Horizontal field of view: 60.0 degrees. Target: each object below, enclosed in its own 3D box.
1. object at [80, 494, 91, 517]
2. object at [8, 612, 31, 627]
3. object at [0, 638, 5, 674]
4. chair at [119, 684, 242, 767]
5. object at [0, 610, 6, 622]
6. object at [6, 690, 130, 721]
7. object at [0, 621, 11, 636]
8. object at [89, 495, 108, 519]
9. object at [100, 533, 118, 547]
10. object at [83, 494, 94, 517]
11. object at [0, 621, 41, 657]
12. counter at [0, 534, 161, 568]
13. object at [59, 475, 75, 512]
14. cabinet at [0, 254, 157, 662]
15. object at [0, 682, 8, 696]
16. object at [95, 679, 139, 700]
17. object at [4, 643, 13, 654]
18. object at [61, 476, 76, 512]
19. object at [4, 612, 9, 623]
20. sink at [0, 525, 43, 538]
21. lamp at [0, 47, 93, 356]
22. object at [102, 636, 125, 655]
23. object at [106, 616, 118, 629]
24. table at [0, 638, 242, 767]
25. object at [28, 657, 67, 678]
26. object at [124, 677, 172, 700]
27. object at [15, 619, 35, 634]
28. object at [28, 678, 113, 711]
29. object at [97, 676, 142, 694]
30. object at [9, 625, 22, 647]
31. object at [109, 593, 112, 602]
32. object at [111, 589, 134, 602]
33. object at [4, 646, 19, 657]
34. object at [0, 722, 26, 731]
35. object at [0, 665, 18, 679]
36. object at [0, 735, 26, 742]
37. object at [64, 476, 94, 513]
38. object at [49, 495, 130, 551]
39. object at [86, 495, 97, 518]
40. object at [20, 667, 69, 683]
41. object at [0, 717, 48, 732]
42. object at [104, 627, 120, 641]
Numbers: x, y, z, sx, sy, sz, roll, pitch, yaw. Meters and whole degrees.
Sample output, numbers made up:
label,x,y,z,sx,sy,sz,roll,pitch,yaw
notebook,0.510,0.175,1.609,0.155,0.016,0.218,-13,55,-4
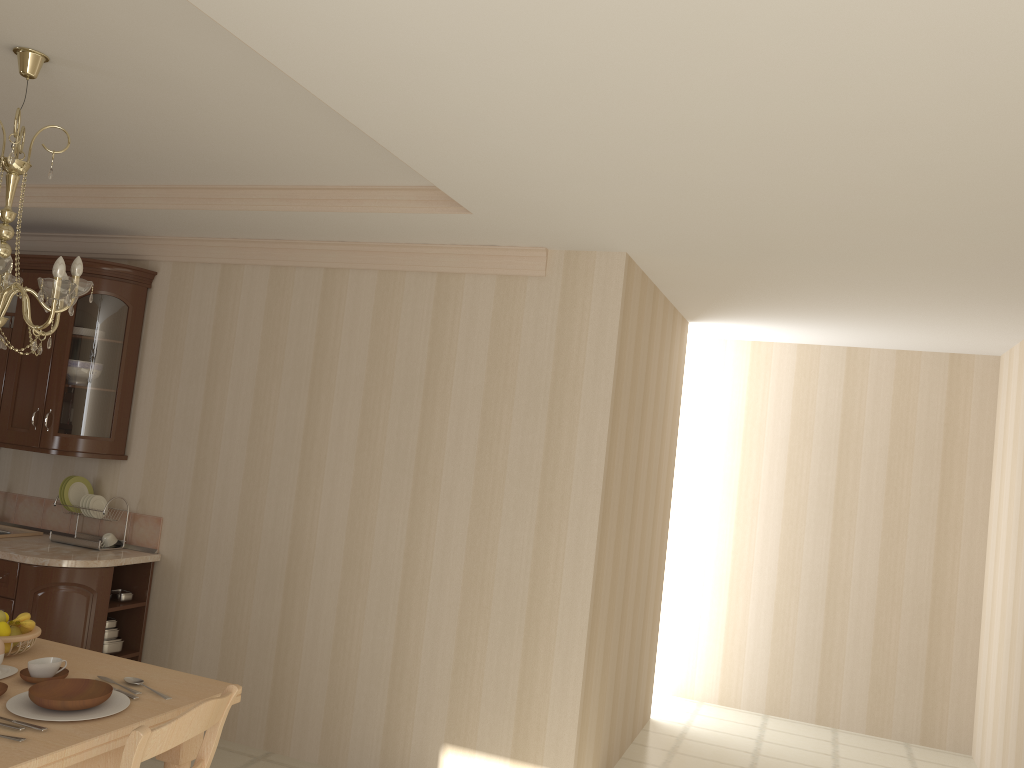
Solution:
label,x,y,z,sx,sy,sz,roll,pitch,yaw
object,-2.210,0.636,4.637,0.034,0.119,0.123,5,-4,20
object,-1.561,0.756,2.799,0.066,0.085,0.184,9,-5,-32
object,-1.500,0.782,2.563,0.058,0.104,0.058,6,-4,-1
chair,-1.094,1.223,2.332,0.517,0.846,0.462,5,-4,13
object,-1.620,0.738,2.770,0.069,0.061,0.068,3,-5,36
object,-1.180,0.853,2.365,0.299,0.009,0.299,6,-4,-1
object,-1.572,0.759,2.733,0.051,0.053,0.045,6,-4,8
object,-2.151,0.641,4.614,0.034,0.119,0.123,5,-4,20
object,-2.095,0.812,4.619,0.073,0.072,0.085,7,-4,-16
object,-2.190,0.637,4.629,0.034,0.119,0.123,5,-4,22
object,-1.609,0.802,2.775,0.235,0.068,0.235,8,-4,-23
counter,-3.388,0.670,3.785,2.422,0.034,2.603,5,-4,20
object,-2.314,0.579,4.683,0.047,0.188,0.193,5,-4,21
cabinet,-3.462,0.304,3.529,2.436,2.313,3.226,5,-4,20
object,-1.412,0.819,2.355,0.127,0.026,0.126,6,-4,11
object,-1.135,0.871,2.529,0.221,0.008,0.023,4,-5,35
object,-1.565,0.807,2.727,0.055,0.046,0.046,9,-5,-37
object,-2.297,0.580,4.676,0.047,0.188,0.193,5,-4,21
object,-1.632,0.748,2.822,0.054,0.046,0.047,8,-4,-28
sink,-3.102,0.684,4.767,1.077,0.348,0.448,5,-4,20
lamp,-1.488,-0.589,2.636,0.502,0.982,0.501,7,-4,-10
object,-2.072,1.312,4.477,0.208,0.077,0.145,4,-5,31
object,-2.060,1.207,4.484,0.120,0.045,0.084,4,-5,31
table,-1.748,1.197,2.527,1.567,0.774,0.900,5,-4,20
object,-1.338,0.824,2.554,0.063,0.055,0.119,4,-5,34
object,-1.058,0.881,2.570,0.219,0.011,0.047,3,-5,36
object,-1.543,0.776,2.796,0.064,0.094,0.176,9,-5,-33
object,-1.178,0.835,2.366,0.204,0.042,0.204,7,-4,-10
object,-1.145,0.875,2.581,0.216,0.004,0.022,4,-5,35
object,-1.582,0.794,2.785,0.076,0.065,0.077,7,-4,-3
object,-2.079,1.070,4.452,0.120,0.045,0.084,6,-4,6
object,-2.002,1.084,4.539,0.120,0.045,0.084,4,-5,31
object,-1.612,0.833,2.773,0.128,0.011,0.128,8,-4,-29
object,-1.288,0.830,2.180,0.212,0.008,0.018,5,-4,15
object,-1.523,0.827,2.513,0.157,0.005,0.245,5,-4,17
object,-1.258,0.830,2.111,0.218,0.004,0.028,6,-4,10
object,-2.280,0.582,4.669,0.047,0.188,0.193,5,-4,21
object,-2.200,0.704,4.625,0.359,0.275,0.172,5,-4,21
object,-2.170,0.639,4.622,0.034,0.119,0.123,5,-4,20
object,-1.344,0.839,2.547,0.127,0.026,0.126,6,-4,11
object,-1.239,0.837,2.205,0.218,0.008,0.022,5,-4,22
object,-2.065,1.253,4.481,0.152,0.057,0.106,4,-5,31
